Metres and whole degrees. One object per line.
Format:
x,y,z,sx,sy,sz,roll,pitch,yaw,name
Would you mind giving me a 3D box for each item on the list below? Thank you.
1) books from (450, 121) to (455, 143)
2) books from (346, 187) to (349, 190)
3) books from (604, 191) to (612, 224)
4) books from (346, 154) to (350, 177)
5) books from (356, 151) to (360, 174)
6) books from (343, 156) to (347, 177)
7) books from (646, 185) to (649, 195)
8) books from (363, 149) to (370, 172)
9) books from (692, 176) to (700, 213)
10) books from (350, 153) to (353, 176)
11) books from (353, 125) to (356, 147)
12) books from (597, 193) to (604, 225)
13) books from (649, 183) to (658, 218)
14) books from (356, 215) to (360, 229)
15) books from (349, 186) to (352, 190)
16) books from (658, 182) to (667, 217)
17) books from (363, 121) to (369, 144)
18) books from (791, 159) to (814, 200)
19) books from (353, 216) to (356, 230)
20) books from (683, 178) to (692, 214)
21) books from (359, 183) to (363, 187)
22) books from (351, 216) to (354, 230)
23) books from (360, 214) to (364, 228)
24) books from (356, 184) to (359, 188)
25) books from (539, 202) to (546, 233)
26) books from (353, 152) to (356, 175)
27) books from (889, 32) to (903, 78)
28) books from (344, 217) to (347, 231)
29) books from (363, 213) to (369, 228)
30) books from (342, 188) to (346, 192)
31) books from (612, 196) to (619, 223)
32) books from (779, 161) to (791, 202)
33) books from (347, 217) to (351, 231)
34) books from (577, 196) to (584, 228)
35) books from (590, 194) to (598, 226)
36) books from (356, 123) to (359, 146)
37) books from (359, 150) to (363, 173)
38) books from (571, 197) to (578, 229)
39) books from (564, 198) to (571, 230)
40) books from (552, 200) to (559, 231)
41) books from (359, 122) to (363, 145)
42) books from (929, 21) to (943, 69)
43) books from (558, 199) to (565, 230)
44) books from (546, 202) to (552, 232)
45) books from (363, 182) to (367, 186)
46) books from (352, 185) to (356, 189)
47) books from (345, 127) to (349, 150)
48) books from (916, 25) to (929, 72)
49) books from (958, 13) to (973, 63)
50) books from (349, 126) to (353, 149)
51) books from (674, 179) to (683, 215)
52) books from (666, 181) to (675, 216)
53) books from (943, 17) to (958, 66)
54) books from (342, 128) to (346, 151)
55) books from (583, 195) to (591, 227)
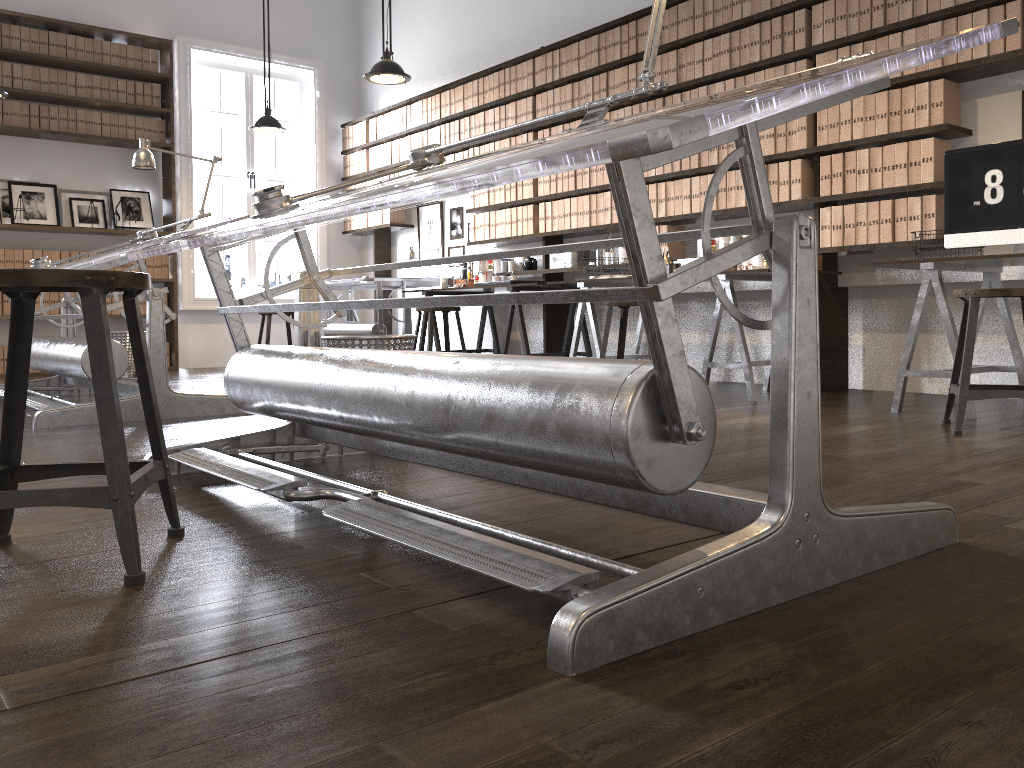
-0.437,-2.121,7.584,0.175,0.225,0.067,-2,2,-38,books
-1.608,-1.950,9.078,0.175,0.225,0.067,-2,2,-38,books
0.722,-1.211,6.132,0.174,0.225,0.067,-2,2,-38,books
-1.601,-2.222,9.053,0.175,0.225,0.067,-2,2,-38,books
-1.477,-2.212,8.893,0.175,0.225,0.067,-2,2,-38,books
-1.642,-2.226,9.110,0.175,0.225,0.067,-2,2,-38,books
0.937,-1.193,5.857,0.175,0.225,0.067,-2,2,-38,books
-1.387,-2.205,8.788,0.174,0.225,0.067,-2,2,-38,books
1.204,-1.172,5.524,0.175,0.225,0.067,-2,2,-38,books
-1.555,-2.218,8.997,0.175,0.225,0.067,-2,2,-38,books
-1.516,-2.492,8.944,0.174,0.225,0.067,-2,2,-38,books
0.682,-1.215,6.191,0.174,0.225,0.067,-2,2,-38,books
0.981,-1.190,5.800,0.175,0.225,0.067,-2,2,-38,books
-1.477,-1.662,8.911,0.175,0.225,0.067,-2,2,-38,books
-1.564,-1.946,9.023,0.174,0.225,0.067,-2,2,-38,books
1.029,-1.186,5.745,0.174,0.225,0.067,-2,2,-38,books
-1.388,-2.481,8.775,0.175,0.225,0.067,-2,2,-38,books
1.644,-1.136,4.964,0.175,0.225,0.067,-2,2,-38,books
-1.512,-1.665,8.963,0.175,0.225,0.067,-2,2,-38,books
1.157,-1.176,5.579,0.175,0.225,0.067,-2,2,-38,books
-1.434,-1.935,8.849,0.175,0.225,0.067,-2,2,-38,books
-1.551,-1.669,9.016,0.175,0.225,0.067,-2,2,-38,books
-1.432,-1.658,8.854,0.175,0.225,0.067,-2,2,-38,books
-1.476,-1.939,8.912,0.175,0.225,0.067,-2,2,-38,books
0.292,-1.247,6.676,0.175,0.225,0.067,-2,2,-38,books
-1.515,-2.215,8.948,0.175,0.225,0.067,-2,2,-38,books
1.993,-1.653,4.499,0.175,0.225,0.067,-2,2,-38,books
-1.643,-1.676,9.133,0.175,0.225,0.067,-2,2,-38,books
-1.384,-1.655,8.799,0.174,0.225,0.067,-2,2,-38,books
-1.655,-1.953,9.128,0.175,0.225,0.067,-2,2,-38,books
0.770,-1.208,6.079,0.175,0.225,0.067,-2,2,-38,books
1.595,-1.140,5.024,0.175,0.225,0.067,-2,2,-38,books
-1.601,-1.672,9.071,0.175,0.225,0.067,-2,2,-38,books
0.554,-1.226,6.351,0.175,0.225,0.067,-2,2,-38,books
0.638,-1.219,6.246,0.175,0.225,0.067,-2,2,-38,books
-1.475,-2.489,8.888,0.175,0.225,0.067,-2,2,-38,books
-1.431,-2.208,8.844,0.175,0.225,0.067,-2,2,-38,books
0.514,-1.229,6.399,0.175,0.225,0.067,-2,2,-38,books
0.467,-1.232,6.455,0.175,0.225,0.067,-2,2,-38,books
0.385,-1.240,6.569,0.174,0.225,0.067,-2,2,-38,books
-1.434,-2.485,8.831,0.175,0.225,0.067,-2,2,-38,books
2.117,-1.642,4.340,0.175,0.225,0.067,-2,2,-38,books
0.427,-1.236,6.513,0.175,0.225,0.067,-2,2,-38,books
0.339,-1.243,6.621,0.174,0.225,0.067,-2,2,-38,books
-1.384,-1.932,8.794,0.175,0.225,0.067,-2,2,-38,books
-1.524,-1.943,8.965,0.174,0.225,0.067,-2,2,-38,books
-1.610,-2.499,9.052,0.175,0.225,0.067,-2,2,-38,books
2.079,-1.646,4.395,0.175,0.225,0.067,-2,2,-38,books
2.207,-1.636,4.235,0.174,0.225,0.067,-2,2,-38,books
-1.563,-2.496,8.997,0.174,0.225,0.067,-2,2,-38,books
1.117,-1.179,5.637,0.175,0.225,0.067,-2,2,-38,books
1.075,-1.183,5.693,0.174,0.225,0.067,-2,2,-38,books
2.163,-1.639,4.291,0.175,0.225,0.067,-2,2,-38,books
-1.655,-2.503,9.108,0.175,0.225,0.067,-2,2,-38,books
0.592,-1.222,6.296,0.175,0.225,0.067,-2,2,-38,books
